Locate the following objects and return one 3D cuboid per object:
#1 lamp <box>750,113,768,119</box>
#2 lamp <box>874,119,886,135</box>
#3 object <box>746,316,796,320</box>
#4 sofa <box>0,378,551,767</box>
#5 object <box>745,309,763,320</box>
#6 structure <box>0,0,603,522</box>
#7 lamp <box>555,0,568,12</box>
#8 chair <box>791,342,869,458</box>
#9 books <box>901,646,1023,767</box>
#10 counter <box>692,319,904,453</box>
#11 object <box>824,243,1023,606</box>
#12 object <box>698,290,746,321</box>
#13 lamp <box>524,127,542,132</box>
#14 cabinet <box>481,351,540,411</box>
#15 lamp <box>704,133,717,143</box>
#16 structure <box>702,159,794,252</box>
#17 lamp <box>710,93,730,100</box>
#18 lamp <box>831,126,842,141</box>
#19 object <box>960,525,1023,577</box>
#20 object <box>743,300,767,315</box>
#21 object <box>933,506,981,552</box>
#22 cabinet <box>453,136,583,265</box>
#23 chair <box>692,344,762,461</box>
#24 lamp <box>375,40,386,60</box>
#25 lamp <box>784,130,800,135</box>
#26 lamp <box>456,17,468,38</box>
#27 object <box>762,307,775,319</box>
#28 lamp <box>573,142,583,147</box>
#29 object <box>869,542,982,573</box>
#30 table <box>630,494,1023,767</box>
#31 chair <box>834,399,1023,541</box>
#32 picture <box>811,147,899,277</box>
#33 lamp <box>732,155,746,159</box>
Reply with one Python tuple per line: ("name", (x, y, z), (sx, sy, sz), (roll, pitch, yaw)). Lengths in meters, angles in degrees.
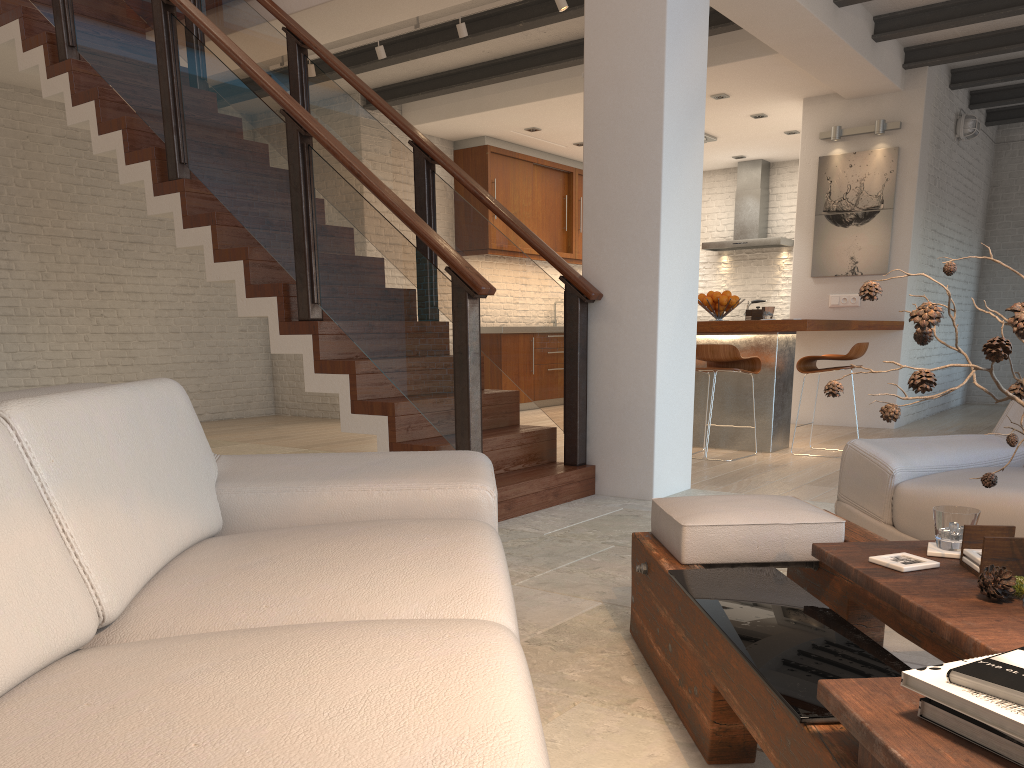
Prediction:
("lamp", (2.316, -2.530, 8.169), (0.122, 0.057, 0.121), (3, 6, 36))
("lamp", (3.044, -2.123, 7.212), (0.079, 0.107, 0.078), (-5, 11, -25))
("object", (1.824, -0.464, 6.164), (0.391, 0.036, 0.195), (2, 5, 40))
("sofa", (-0.551, 0.409, 1.434), (1.143, 0.777, 2.267), (-1, 4, -3))
("object", (1.745, -0.494, 6.266), (0.094, 0.084, 0.111), (-2, 7, -8))
("structure", (0.442, -1.546, 4.947), (10.063, 4.266, 13.601), (3, 6, 37))
("lamp", (0.296, -2.307, 5.253), (0.087, 0.133, 0.057), (-1, 12, -3))
("chair", (2.244, 0.104, 6.079), (0.418, 0.799, 0.395), (8, 14, 36))
("books", (0.709, 0.372, 1.028), (0.399, 0.077, 0.244), (-2, 4, -21))
("counter", (1.940, -0.028, 7.080), (1.670, 0.948, 2.451), (4, 6, 37))
("object", (0.791, 0.077, 1.431), (0.542, 0.626, 0.306), (1, 11, 7))
("object", (1.527, -0.571, 6.414), (0.366, 0.229, 0.353), (0, 6, 2))
("lamp", (0.206, -2.533, 8.615), (0.122, 0.057, 0.121), (3, 6, 36))
("cabinet", (1.805, -1.181, 10.186), (4.781, 2.925, 2.196), (0, 10, 1))
("lamp", (1.830, -2.477, 9.073), (0.446, 0.175, 0.442), (3, 6, 36))
("structure", (2.856, -2.151, 10.484), (0.976, 1.024, 0.447), (6, 13, 36))
("lamp", (1.785, -2.484, 7.473), (0.122, 0.057, 0.121), (3, 6, 36))
("lamp", (2.759, -2.132, 7.418), (0.079, 0.107, 0.078), (-5, 11, -25))
("object", (0.945, 0.327, 1.697), (0.094, 0.084, 0.111), (1, 7, 9))
("object", (2.963, -0.876, 10.507), (0.260, 0.284, 0.257), (-6, 10, -31))
("object", (0.931, 0.306, 1.835), (0.091, 0.087, 0.088), (-1, 8, -4))
("cabinet", (0.569, -2.034, 10.430), (0.456, 1.199, 3.281), (8, 9, 37))
("chair", (1.436, 0.116, 6.011), (0.400, 0.799, 0.413), (8, 14, 36))
("lamp", (-0.925, -2.346, 6.144), (0.060, 0.133, 0.084), (9, 14, 38))
("lamp", (2.847, -2.575, 8.863), (0.122, 0.057, 0.121), (3, 6, 36))
("lamp", (-0.327, -2.327, 5.712), (0.060, 0.133, 0.084), (9, 14, 38))
("object", (1.800, -0.500, 6.132), (0.090, 0.087, 0.089), (-7, 10, -38))
("lamp", (0.737, -2.579, 9.309), (0.122, 0.057, 0.121), (3, 6, 36))
("object", (0.869, 0.347, 1.789), (0.271, 0.036, 0.242), (0, 4, 9))
("table", (1.192, 0.557, 1.444), (1.970, 0.442, 2.146), (-1, 4, -2))
("chair", (1.669, 0.198, 2.560), (0.961, 1.048, 1.008), (-7, 11, -36))
("picture", (2.942, -1.459, 7.515), (0.648, 1.048, 0.019), (7, 15, 35))
("lamp", (2.631, -2.645, 10.096), (0.122, 0.057, 0.121), (3, 6, 36))
